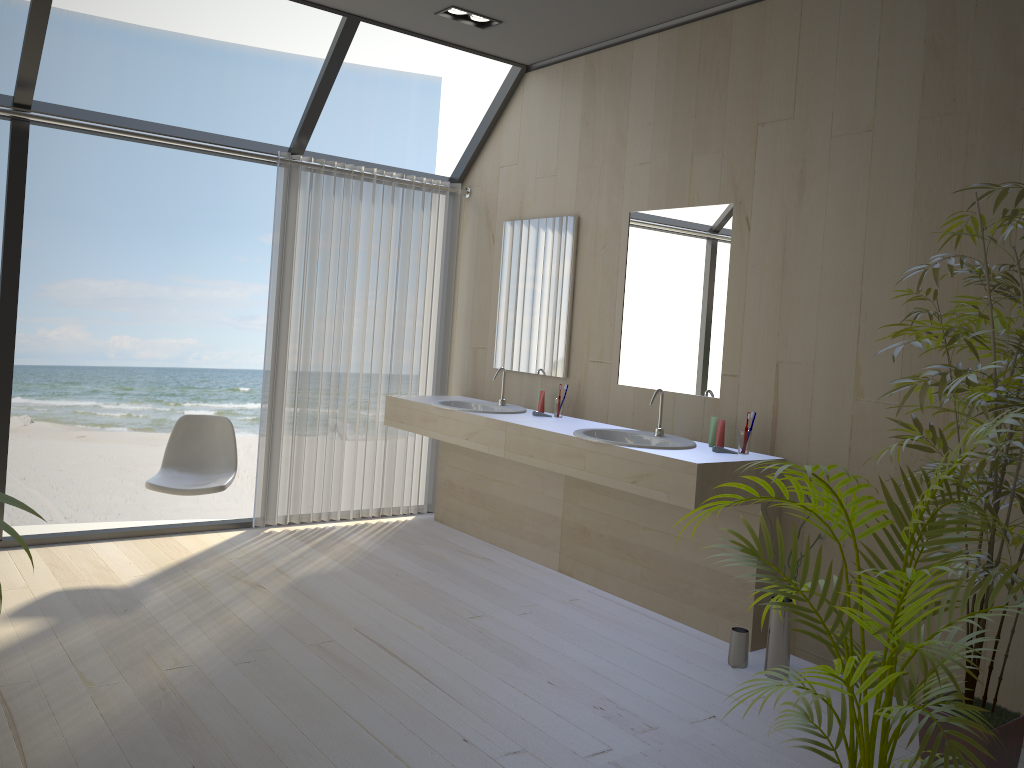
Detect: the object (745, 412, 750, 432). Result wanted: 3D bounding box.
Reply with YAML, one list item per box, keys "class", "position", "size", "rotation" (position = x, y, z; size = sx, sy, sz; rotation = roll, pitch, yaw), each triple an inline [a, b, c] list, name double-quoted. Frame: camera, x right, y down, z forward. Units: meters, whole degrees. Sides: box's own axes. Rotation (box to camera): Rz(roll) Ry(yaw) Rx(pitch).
- class: "object"
  position: [0.967, 0.204, 3.651]
  size: [0.012, 0.178, 0.050]
  rotation: [4, 1, 2]

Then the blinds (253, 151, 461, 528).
- class: "blinds"
  position: [-0.887, -0.236, 5.224]
  size: [1.181, 2.069, 0.084]
  rotation: [3, 1, -37]

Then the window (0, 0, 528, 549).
- class: "window"
  position: [-2.041, -0.585, 4.097]
  size: [4.554, 2.811, 0.747]
  rotation: [2, 2, -37]

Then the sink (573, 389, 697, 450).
- class: "sink"
  position: [0.537, 0.227, 3.899]
  size: [0.503, 0.419, 0.575]
  rotation: [2, 3, -33]

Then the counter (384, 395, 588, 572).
- class: "counter"
  position: [-0.194, 0.522, 4.923]
  size: [0.549, 0.790, 1.209]
  rotation: [3, 3, -37]

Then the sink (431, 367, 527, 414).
- class: "sink"
  position: [-0.183, 0.111, 4.865]
  size: [0.503, 0.419, 0.575]
  rotation: [2, 3, -33]

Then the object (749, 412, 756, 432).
- class: "object"
  position: [0.984, 0.204, 3.683]
  size: [0.054, 0.175, 0.012]
  rotation: [4, 0, -12]

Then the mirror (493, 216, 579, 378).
- class: "mirror"
  position: [0.124, -0.497, 4.995]
  size: [0.023, 0.868, 0.655]
  rotation: [4, 1, -37]

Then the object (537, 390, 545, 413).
- class: "object"
  position: [0.156, 0.102, 4.689]
  size: [0.039, 0.135, 0.039]
  rotation: [4, 1, 12]

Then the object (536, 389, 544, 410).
- class: "object"
  position: [0.154, 0.094, 4.803]
  size: [0.039, 0.135, 0.039]
  rotation: [4, 1, 12]

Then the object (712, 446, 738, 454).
- class: "object"
  position: [0.877, 0.272, 3.643]
  size: [0.104, 0.029, 0.033]
  rotation: [4, 2, 3]

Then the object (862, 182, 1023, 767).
- class: "object"
  position: [1.380, 0.304, 2.481]
  size: [0.786, 1.755, 0.937]
  rotation: [4, 1, -12]

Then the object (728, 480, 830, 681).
- class: "object"
  position: [1.057, 0.727, 3.435]
  size: [0.274, 0.748, 0.406]
  rotation: [5, 1, 41]

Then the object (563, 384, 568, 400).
- class: "object"
  position: [0.264, 0.088, 4.649]
  size: [0.054, 0.175, 0.012]
  rotation: [4, 0, -12]

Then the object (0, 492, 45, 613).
- class: "object"
  position: [-0.982, 0.451, 0.780]
  size: [0.875, 1.344, 1.064]
  rotation: [5, 2, 42]

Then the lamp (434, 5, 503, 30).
- class: "lamp"
  position: [-0.213, -1.874, 4.411]
  size: [0.300, 0.112, 0.164]
  rotation: [1, 4, -37]

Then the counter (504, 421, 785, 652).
- class: "counter"
  position: [0.526, 0.638, 3.957]
  size: [0.549, 0.790, 1.209]
  rotation: [3, 3, -37]

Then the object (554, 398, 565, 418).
- class: "object"
  position: [0.246, 0.128, 4.647]
  size: [0.058, 0.100, 0.058]
  rotation: [3, 1, -30]

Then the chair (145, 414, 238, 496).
- class: "chair"
  position: [-1.546, 0.346, 4.326]
  size: [0.369, 0.347, 0.455]
  rotation: [4, 3, -8]

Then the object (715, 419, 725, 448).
- class: "object"
  position: [0.876, 0.217, 3.723]
  size: [0.039, 0.135, 0.039]
  rotation: [4, 1, 4]

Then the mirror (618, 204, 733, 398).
- class: "mirror"
  position: [0.765, -0.397, 4.181]
  size: [0.023, 0.868, 0.655]
  rotation: [4, 1, -37]

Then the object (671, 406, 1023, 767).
- class: "object"
  position: [0.786, 0.582, 2.002]
  size: [0.916, 1.156, 0.752]
  rotation: [4, 1, -3]

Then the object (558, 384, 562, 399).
- class: "object"
  position: [0.247, 0.088, 4.617]
  size: [0.012, 0.178, 0.050]
  rotation: [4, 1, 2]

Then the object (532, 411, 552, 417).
- class: "object"
  position: [0.157, 0.156, 4.609]
  size: [0.104, 0.029, 0.033]
  rotation: [4, 2, 3]

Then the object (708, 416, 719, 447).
- class: "object"
  position: [0.874, 0.209, 3.837]
  size: [0.039, 0.135, 0.039]
  rotation: [4, 1, 4]

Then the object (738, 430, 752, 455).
- class: "object"
  position: [0.966, 0.244, 3.681]
  size: [0.058, 0.100, 0.059]
  rotation: [3, 1, -27]
